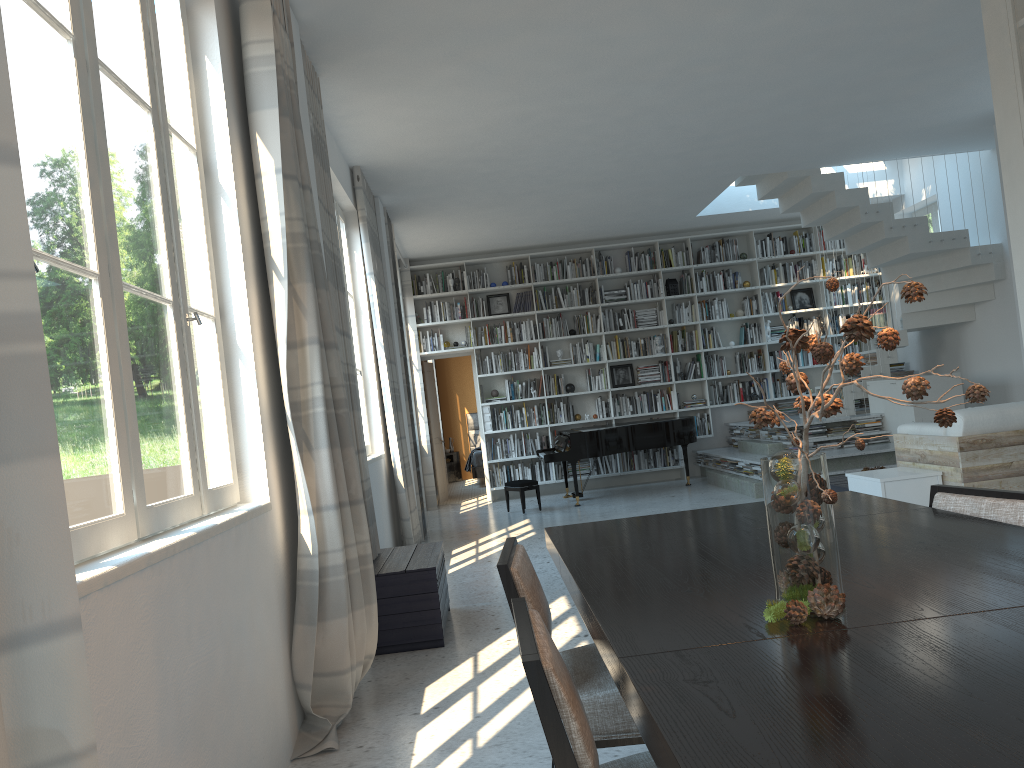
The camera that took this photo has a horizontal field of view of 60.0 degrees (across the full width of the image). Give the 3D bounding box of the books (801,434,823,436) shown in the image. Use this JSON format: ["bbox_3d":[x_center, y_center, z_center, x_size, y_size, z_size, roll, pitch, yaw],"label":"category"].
[{"bbox_3d":[3.269,0.552,9.634,0.207,0.012,0.131,-6,-2,-6],"label":"books"}]

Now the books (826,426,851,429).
[{"bbox_3d":[3.541,0.469,9.623,0.203,0.011,0.173,-6,-2,-7],"label":"books"}]

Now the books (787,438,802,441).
[{"bbox_3d":[3.060,0.604,9.712,0.144,0.009,0.249,-7,-2,-2],"label":"books"}]

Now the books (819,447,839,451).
[{"bbox_3d":[3.370,0.695,9.508,0.208,0.015,0.152,-6,-2,-4],"label":"books"}]

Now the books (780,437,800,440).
[{"bbox_3d":[3.043,0.595,9.712,0.161,0.014,0.212,-7,-2,2],"label":"books"}]

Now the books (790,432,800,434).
[{"bbox_3d":[3.075,0.532,9.714,0.091,0.011,0.190,-6,-2,-4],"label":"books"}]

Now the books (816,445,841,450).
[{"bbox_3d":[3.369,0.677,9.494,0.232,0.019,0.169,-6,-2,-7],"label":"books"}]

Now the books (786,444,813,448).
[{"bbox_3d":[3.081,0.663,9.503,0.257,0.010,0.132,-7,-2,2],"label":"books"}]

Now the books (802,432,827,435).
[{"bbox_3d":[3.268,0.539,9.610,0.215,0.013,0.189,-7,-2,-3],"label":"books"}]

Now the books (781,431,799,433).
[{"bbox_3d":[3.048,0.525,9.713,0.132,0.009,0.269,-7,-2,2],"label":"books"}]

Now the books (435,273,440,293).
[{"bbox_3d":[-0.969,-1.297,11.556,0.039,0.282,0.181,-7,-1,-2],"label":"books"}]

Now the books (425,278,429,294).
[{"bbox_3d":[-1.101,-1.254,11.560,0.024,0.227,0.157,-7,-1,-2],"label":"books"}]

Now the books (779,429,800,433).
[{"bbox_3d":[3.043,0.514,9.713,0.149,0.014,0.228,-6,-2,-4],"label":"books"}]

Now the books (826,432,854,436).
[{"bbox_3d":[3.550,0.543,9.622,0.287,0.005,0.165,-7,-2,3],"label":"books"}]

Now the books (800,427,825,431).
[{"bbox_3d":[3.261,0.488,9.628,0.221,0.018,0.154,-7,-2,-1],"label":"books"}]

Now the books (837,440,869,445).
[{"bbox_3d":[3.648,0.620,9.502,0.287,0.018,0.190,-7,-2,-3],"label":"books"}]

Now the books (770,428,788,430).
[{"bbox_3d":[3.015,0.503,9.990,0.170,0.008,0.208,-7,-2,1],"label":"books"}]

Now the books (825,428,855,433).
[{"bbox_3d":[3.546,0.504,9.612,0.273,0.014,0.188,-6,-2,-7],"label":"books"}]

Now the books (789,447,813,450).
[{"bbox_3d":[3.084,0.686,9.486,0.210,0.012,0.168,-7,-2,2],"label":"books"}]

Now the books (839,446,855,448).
[{"bbox_3d":[3.653,0.666,9.525,0.249,0.009,0.144,-7,-2,-3],"label":"books"}]

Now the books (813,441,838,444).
[{"bbox_3d":[3.362,0.627,9.513,0.220,0.013,0.149,-7,-2,-3],"label":"books"}]

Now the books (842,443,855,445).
[{"bbox_3d":[3.649,0.634,9.528,0.273,0.009,0.129,-7,-2,1],"label":"books"}]

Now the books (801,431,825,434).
[{"bbox_3d":[3.266,0.527,9.621,0.210,0.012,0.168,-7,-2,-1],"label":"books"}]

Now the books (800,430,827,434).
[{"bbox_3d":[3.265,0.517,9.624,0.260,0.009,0.153,-7,-2,1],"label":"books"}]

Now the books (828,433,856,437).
[{"bbox_3d":[3.551,0.549,9.622,0.291,0.007,0.174,-7,-2,1],"label":"books"}]

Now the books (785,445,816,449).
[{"bbox_3d":[3.083,0.674,9.490,0.292,0.012,0.159,-7,-2,1],"label":"books"}]

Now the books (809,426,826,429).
[{"bbox_3d":[3.260,0.475,9.620,0.228,0.009,0.159,-6,-2,-6],"label":"books"}]

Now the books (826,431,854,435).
[{"bbox_3d":[3.548,0.534,9.643,0.293,0.014,0.134,-6,-2,-5],"label":"books"}]

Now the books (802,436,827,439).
[{"bbox_3d":[3.272,0.577,9.614,0.216,0.015,0.177,-6,-2,-4],"label":"books"}]

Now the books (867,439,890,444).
[{"bbox_3d":[3.915,0.616,9.532,0.234,0.017,0.151,-7,-2,-1],"label":"books"}]

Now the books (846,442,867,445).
[{"bbox_3d":[3.650,0.640,9.510,0.254,0.005,0.161,-6,-2,-6],"label":"books"}]

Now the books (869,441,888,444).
[{"bbox_3d":[3.916,0.629,9.530,0.179,0.010,0.160,-7,-2,-2],"label":"books"}]

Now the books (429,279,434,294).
[{"bbox_3d":[-1.045,-1.250,11.542,0.030,0.206,0.175,-7,-1,-2],"label":"books"}]

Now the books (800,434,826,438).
[{"bbox_3d":[3.270,0.564,9.628,0.227,0.013,0.148,-6,-2,-4],"label":"books"}]

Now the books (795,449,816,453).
[{"bbox_3d":[3.089,0.722,9.472,0.262,0.023,0.200,-6,-2,-4],"label":"books"}]

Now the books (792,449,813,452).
[{"bbox_3d":[3.086,0.708,9.492,0.264,0.006,0.164,-7,-2,-1],"label":"books"}]

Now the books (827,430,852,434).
[{"bbox_3d":[3.547,0.519,9.627,0.214,0.015,0.177,-7,-2,-1],"label":"books"}]

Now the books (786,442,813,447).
[{"bbox_3d":[3.079,0.646,9.489,0.233,0.025,0.157,-6,-2,-7],"label":"books"}]

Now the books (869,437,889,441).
[{"bbox_3d":[3.912,0.594,9.542,0.229,0.014,0.133,-7,-2,-3],"label":"books"}]

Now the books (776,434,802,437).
[{"bbox_3d":[3.032,0.561,9.712,0.184,0.014,0.297,-7,-2,-3],"label":"books"}]

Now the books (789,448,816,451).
[{"bbox_3d":[3.086,0.701,9.493,0.285,0.008,0.159,-6,-2,-4],"label":"books"}]

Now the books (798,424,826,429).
[{"bbox_3d":[3.258,0.463,9.641,0.261,0.016,0.128,-7,-2,-3],"label":"books"}]

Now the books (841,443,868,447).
[{"bbox_3d":[3.652,0.651,9.504,0.250,0.018,0.177,-7,-2,1],"label":"books"}]

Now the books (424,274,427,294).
[{"bbox_3d":[-1.121,-1.279,11.551,0.010,0.281,0.160,-7,-1,-2],"label":"books"}]

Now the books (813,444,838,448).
[{"bbox_3d":[3.367,0.662,9.504,0.272,0.012,0.158,-6,-2,-4],"label":"books"}]

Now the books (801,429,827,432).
[{"bbox_3d":[3.264,0.504,9.603,0.230,0.015,0.190,-7,-2,3],"label":"books"}]

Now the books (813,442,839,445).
[{"bbox_3d":[3.363,0.636,9.510,0.242,0.005,0.152,-7,-2,-1],"label":"books"}]

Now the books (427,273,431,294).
[{"bbox_3d":[-1.079,-1.285,11.551,0.028,0.283,0.189,-7,-1,-2],"label":"books"}]

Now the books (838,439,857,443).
[{"bbox_3d":[3.639,0.608,9.511,0.275,0.009,0.176,-7,-2,-2],"label":"books"}]

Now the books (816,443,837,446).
[{"bbox_3d":[3.365,0.648,9.516,0.211,0.018,0.134,-7,-2,1],"label":"books"}]

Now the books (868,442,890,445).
[{"bbox_3d":[3.917,0.637,9.525,0.261,0.006,0.151,-6,-2,-6],"label":"books"}]

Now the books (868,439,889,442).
[{"bbox_3d":[3.913,0.604,9.536,0.225,0.007,0.133,-7,-2,2],"label":"books"}]

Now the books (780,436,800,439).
[{"bbox_3d":[3.047,0.580,9.712,0.152,0.015,0.208,-6,-2,-5],"label":"books"}]

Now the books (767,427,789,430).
[{"bbox_3d":[2.999,0.490,9.990,0.189,0.022,0.237,-7,-2,3],"label":"books"}]

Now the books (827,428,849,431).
[{"bbox_3d":[3.544,0.492,9.635,0.179,0.010,0.160,-7,-2,0],"label":"books"}]

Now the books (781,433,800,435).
[{"bbox_3d":[3.055,0.546,9.713,0.137,0.012,0.242,-7,-2,-1],"label":"books"}]

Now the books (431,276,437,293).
[{"bbox_3d":[-1.015,-1.282,11.538,0.057,0.262,0.190,-7,-1,-2],"label":"books"}]

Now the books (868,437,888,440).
[{"bbox_3d":[3.911,0.583,9.541,0.215,0.007,0.130,-7,-2,0],"label":"books"}]

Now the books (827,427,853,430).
[{"bbox_3d":[3.542,0.481,9.630,0.245,0.013,0.172,-7,-2,-3],"label":"books"}]
